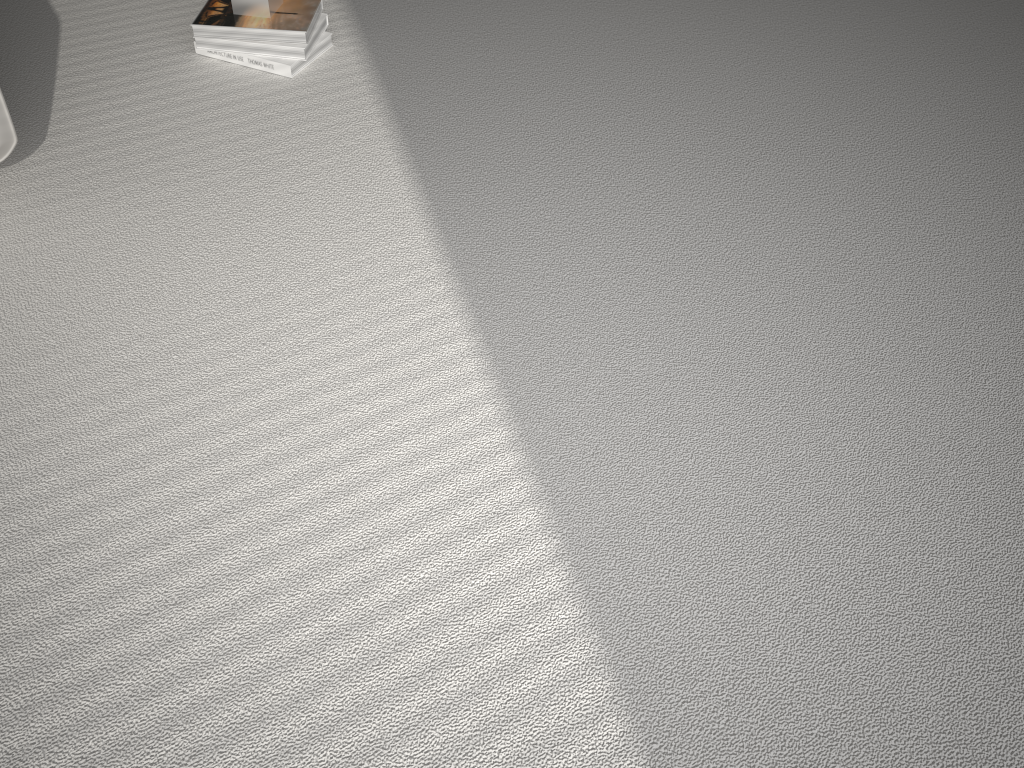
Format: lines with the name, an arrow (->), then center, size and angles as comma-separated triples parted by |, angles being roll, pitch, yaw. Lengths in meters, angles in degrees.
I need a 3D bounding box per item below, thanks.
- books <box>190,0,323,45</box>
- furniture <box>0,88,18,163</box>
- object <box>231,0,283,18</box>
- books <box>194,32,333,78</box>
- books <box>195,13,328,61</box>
books -> -0.599, -0.870, 2.095 | 0.264, 0.031, 0.197 | 3, 45, 0
furniture -> -2.126, -0.918, 1.798 | 1.630, 0.502, 2.232 | -22, 51, -24
object -> -0.543, -1.007, 1.966 | 0.186, 0.352, 0.093 | 8, 45, 4
books -> -0.597, -0.823, 2.135 | 0.266, 0.031, 0.195 | 18, 47, 14
books -> -0.595, -0.844, 2.114 | 0.265, 0.031, 0.196 | 7, 45, 3
